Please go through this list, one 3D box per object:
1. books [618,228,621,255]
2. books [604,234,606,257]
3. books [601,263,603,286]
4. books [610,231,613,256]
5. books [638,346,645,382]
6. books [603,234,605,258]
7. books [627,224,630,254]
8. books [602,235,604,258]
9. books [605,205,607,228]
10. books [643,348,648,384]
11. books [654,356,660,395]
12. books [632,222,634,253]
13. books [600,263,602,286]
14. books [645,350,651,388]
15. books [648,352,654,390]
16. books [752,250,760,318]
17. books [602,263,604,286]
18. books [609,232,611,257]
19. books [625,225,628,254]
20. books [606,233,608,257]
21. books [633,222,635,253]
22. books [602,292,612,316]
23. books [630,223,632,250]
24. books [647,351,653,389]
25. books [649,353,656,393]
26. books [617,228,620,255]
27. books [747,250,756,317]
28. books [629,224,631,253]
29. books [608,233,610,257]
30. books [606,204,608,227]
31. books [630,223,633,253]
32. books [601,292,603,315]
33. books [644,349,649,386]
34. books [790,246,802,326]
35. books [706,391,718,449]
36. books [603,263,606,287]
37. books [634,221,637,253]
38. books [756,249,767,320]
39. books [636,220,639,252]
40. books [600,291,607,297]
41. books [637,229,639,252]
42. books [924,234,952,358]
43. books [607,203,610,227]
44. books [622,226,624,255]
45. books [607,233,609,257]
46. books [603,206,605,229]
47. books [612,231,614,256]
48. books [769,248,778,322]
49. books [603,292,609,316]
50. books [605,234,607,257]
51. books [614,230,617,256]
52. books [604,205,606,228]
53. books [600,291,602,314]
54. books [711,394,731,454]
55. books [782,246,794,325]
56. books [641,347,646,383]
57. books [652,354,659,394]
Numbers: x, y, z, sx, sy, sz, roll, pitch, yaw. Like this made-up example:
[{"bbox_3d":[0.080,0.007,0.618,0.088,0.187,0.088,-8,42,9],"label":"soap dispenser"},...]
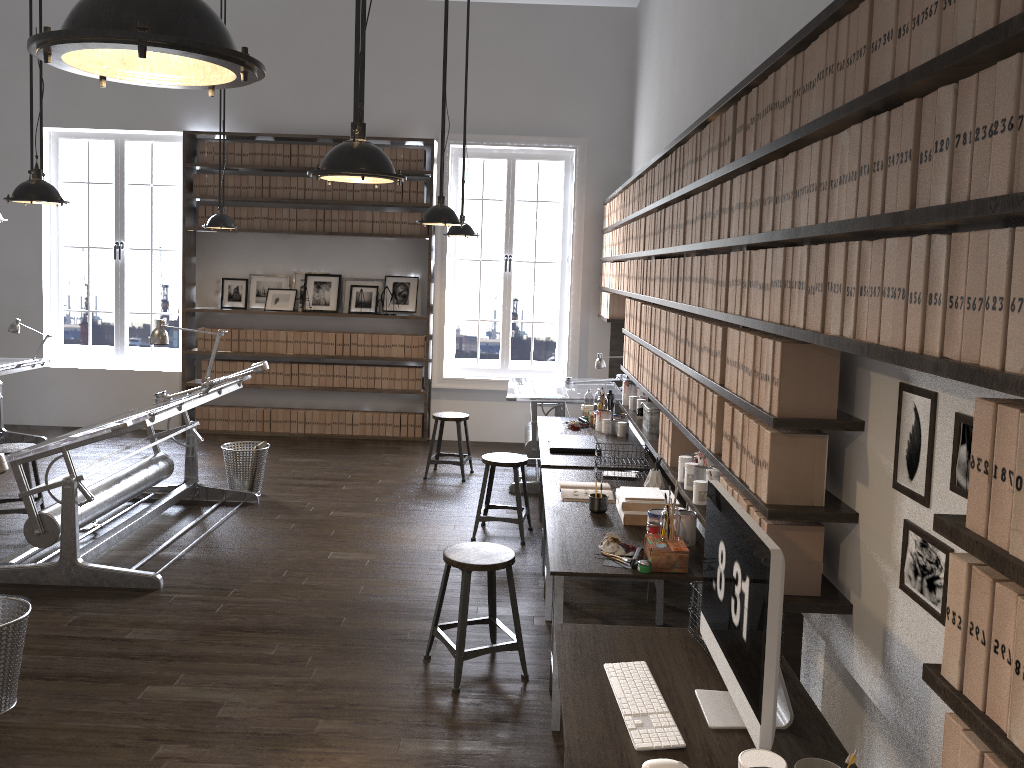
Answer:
[{"bbox_3d":[0.951,-1.139,7.129,0.174,0.225,0.067,2,5,1],"label":"books"},{"bbox_3d":[0.964,-1.305,8.373,0.174,0.225,0.067,2,5,1],"label":"books"},{"bbox_3d":[0.963,-1.062,8.617,0.174,0.225,0.067,2,5,1],"label":"books"},{"bbox_3d":[0.956,-1.220,7.754,0.174,0.225,0.067,2,5,1],"label":"books"},{"bbox_3d":[0.895,-0.124,5.600,0.174,0.225,0.067,2,5,1],"label":"books"},{"bbox_3d":[0.969,-1.322,8.502,0.174,0.224,0.067,2,5,1],"label":"books"},{"bbox_3d":[0.939,-1.056,6.487,0.174,0.225,0.067,2,5,1],"label":"books"},{"bbox_3d":[0.968,-1.331,8.575,0.174,0.225,0.067,2,5,1],"label":"books"},{"bbox_3d":[0.981,-1.589,8.419,0.174,0.225,0.067,2,5,1],"label":"books"},{"bbox_3d":[0.901,-0.106,5.459,0.174,0.225,0.067,2,5,1],"label":"books"},{"bbox_3d":[0.893,-0.044,4.979,0.174,0.225,0.067,2,5,1],"label":"books"},{"bbox_3d":[0.938,-1.021,6.212,0.174,0.224,0.067,2,5,1],"label":"books"},{"bbox_3d":[0.959,-1.071,8.685,0.174,0.225,0.067,2,5,1],"label":"books"},{"bbox_3d":[0.893,-0.088,5.319,0.174,0.225,0.067,2,5,1],"label":"books"},{"bbox_3d":[0.894,-0.070,5.184,0.174,0.224,0.067,2,5,1],"label":"books"},{"bbox_3d":[0.881,-0.322,2.879,0.174,0.225,0.067,2,5,1],"label":"books"},{"bbox_3d":[0.957,-1.044,8.476,0.174,0.225,0.067,2,5,1],"label":"books"},{"bbox_3d":[0.961,-1.237,7.894,0.174,0.224,0.067,2,5,1],"label":"books"},{"bbox_3d":[0.940,-1.075,6.632,0.174,0.225,0.067,2,5,1],"label":"books"},{"bbox_3d":[0.968,-1.287,8.235,0.174,0.225,0.067,2,5,1],"label":"books"},{"bbox_3d":[0.935,-1.013,6.149,0.174,0.224,0.067,2,5,1],"label":"books"},{"bbox_3d":[0.944,-0.750,8.352,0.174,0.225,0.067,2,5,1],"label":"books"},{"bbox_3d":[0.941,-1.038,6.345,0.174,0.225,0.067,2,5,1],"label":"books"},{"bbox_3d":[0.894,-0.078,5.247,0.174,0.224,0.067,2,5,1],"label":"books"},{"bbox_3d":[0.889,-0.062,5.118,0.174,0.225,0.067,2,5,1],"label":"books"},{"bbox_3d":[0.948,-1.148,7.199,0.174,0.225,0.067,2,5,1],"label":"books"},{"bbox_3d":[0.884,-0.331,2.949,0.174,0.225,0.067,2,5,1],"label":"books"},{"bbox_3d":[0.942,-1.047,6.416,0.174,0.225,0.067,2,5,1],"label":"books"},{"bbox_3d":[0.957,-1.246,7.957,0.174,0.225,0.067,2,5,1],"label":"books"},{"bbox_3d":[0.973,-1.571,8.279,0.174,0.225,0.067,2,5,1],"label":"books"},{"bbox_3d":[0.934,-1.029,6.278,0.174,0.225,0.067,2,5,1],"label":"books"},{"bbox_3d":[0.945,-0.759,8.424,0.174,0.225,0.067,2,5,1],"label":"books"},{"bbox_3d":[0.898,-0.097,5.389,0.174,0.225,0.067,2,5,1],"label":"books"},{"bbox_3d":[0.876,-0.269,2.470,0.174,0.225,0.067,2,5,1],"label":"books"},{"bbox_3d":[0.867,0.146,3.503,0.174,0.225,0.067,2,5,1],"label":"books"},{"bbox_3d":[0.954,-1.025,8.330,0.174,0.225,0.067,2,5,1],"label":"books"},{"bbox_3d":[0.932,-1.003,6.077,0.174,0.225,0.067,2,5,1],"label":"books"},{"bbox_3d":[0.876,-0.313,2.809,0.174,0.225,0.067,2,5,1],"label":"books"},{"bbox_3d":[0.935,-0.994,6.007,0.174,0.225,0.067,2,5,1],"label":"books"},{"bbox_3d":[0.956,-0.795,8.701,0.174,0.225,0.067,2,5,1],"label":"books"},{"bbox_3d":[0.936,-0.985,5.937,0.174,0.225,0.067,2,5,1],"label":"books"},{"bbox_3d":[0.861,-0.160,1.621,0.174,0.225,0.067,2,5,1],"label":"books"},{"bbox_3d":[0.974,-1.561,8.207,0.174,0.224,0.067,2,5,1],"label":"books"},{"bbox_3d":[0.941,-1.102,6.845,0.174,0.225,0.067,2,5,1],"label":"books"},{"bbox_3d":[0.958,-1.255,8.029,0.174,0.225,0.067,2,5,1],"label":"books"},{"bbox_3d":[0.976,-1.607,8.561,0.174,0.225,0.067,2,5,1],"label":"books"},{"bbox_3d":[0.954,-1.201,7.609,0.174,0.225,0.067,2,5,1],"label":"books"},{"bbox_3d":[0.878,-0.295,2.674,0.174,0.224,0.067,2,5,1],"label":"books"},{"bbox_3d":[0.946,-0.741,8.279,0.174,0.225,0.067,2,5,1],"label":"books"},{"bbox_3d":[0.969,-1.296,8.306,0.174,0.225,0.067,2,5,1],"label":"books"},{"bbox_3d":[0.950,-1.174,7.400,0.174,0.225,0.067,2,5,1],"label":"books"},{"bbox_3d":[0.978,-1.598,8.488,0.174,0.225,0.067,2,5,1],"label":"books"},{"bbox_3d":[0.949,-0.786,8.626,0.174,0.225,0.067,2,5,1],"label":"books"},{"bbox_3d":[0.868,0.156,3.425,0.174,0.224,0.067,2,5,1],"label":"books"},{"bbox_3d":[0.877,-0.278,2.541,0.174,0.225,0.067,2,5,1],"label":"books"},{"bbox_3d":[0.898,-0.115,5.528,0.174,0.225,0.067,2,5,1],"label":"books"},{"bbox_3d":[0.894,-0.053,5.050,0.174,0.225,0.067,2,5,1],"label":"books"}]
